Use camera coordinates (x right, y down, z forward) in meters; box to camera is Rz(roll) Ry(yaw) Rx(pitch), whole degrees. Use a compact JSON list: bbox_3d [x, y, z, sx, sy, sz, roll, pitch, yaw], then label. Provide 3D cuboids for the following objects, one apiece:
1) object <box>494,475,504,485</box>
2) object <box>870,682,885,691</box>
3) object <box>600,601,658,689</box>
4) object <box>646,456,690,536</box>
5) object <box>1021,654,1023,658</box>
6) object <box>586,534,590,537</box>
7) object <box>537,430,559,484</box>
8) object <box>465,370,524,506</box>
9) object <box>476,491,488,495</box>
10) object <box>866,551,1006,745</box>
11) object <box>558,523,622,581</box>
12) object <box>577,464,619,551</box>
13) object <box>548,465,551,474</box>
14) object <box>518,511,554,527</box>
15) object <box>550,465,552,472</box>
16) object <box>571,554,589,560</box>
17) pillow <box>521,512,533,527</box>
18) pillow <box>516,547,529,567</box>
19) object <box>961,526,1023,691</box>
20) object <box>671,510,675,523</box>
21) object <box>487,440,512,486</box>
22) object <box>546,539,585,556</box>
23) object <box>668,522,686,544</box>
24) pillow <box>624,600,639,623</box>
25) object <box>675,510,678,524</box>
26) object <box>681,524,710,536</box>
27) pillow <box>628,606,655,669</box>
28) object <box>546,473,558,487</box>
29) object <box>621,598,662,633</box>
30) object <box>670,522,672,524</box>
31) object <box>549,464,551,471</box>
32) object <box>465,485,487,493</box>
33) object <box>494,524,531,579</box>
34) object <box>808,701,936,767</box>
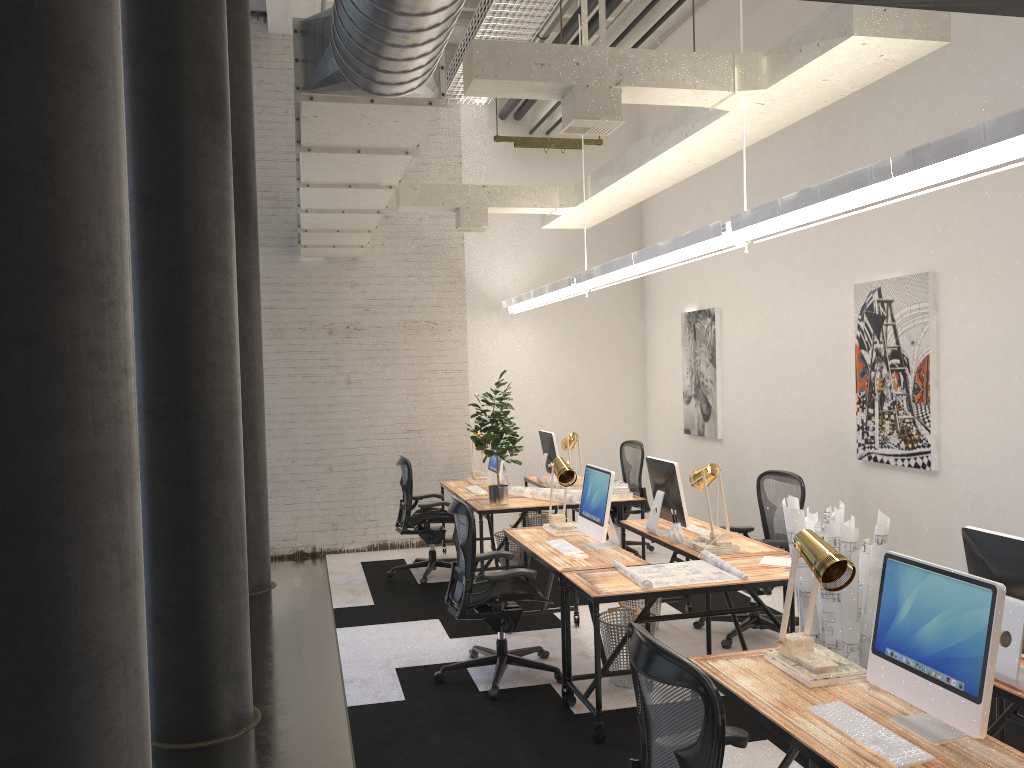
[{"bbox_3d":[-0.129,0.883,8.357,0.101,0.127,0.101,-1,2,32],"label":"object"},{"bbox_3d":[1.234,0.947,2.947,0.101,0.127,0.101,-1,2,32],"label":"object"},{"bbox_3d":[0.670,1.502,5.120,0.353,0.435,0.358,-2,1,-17],"label":"object"},{"bbox_3d":[0.986,0.732,5.783,0.189,0.485,0.483,-2,1,-13],"label":"object"},{"bbox_3d":[1.931,0.980,3.010,0.118,0.018,0.439,-2,1,-13],"label":"object"},{"bbox_3d":[0.518,0.925,5.754,0.101,0.127,0.101,-1,2,32],"label":"object"},{"bbox_3d":[0.339,0.690,8.386,0.189,0.485,0.483,-2,1,-13],"label":"object"},{"bbox_3d":[-0.140,0.427,7.106,0.438,1.078,0.513,-2,2,-23],"label":"object"},{"bbox_3d":[-0.260,0.944,7.668,0.106,0.029,0.059,-2,1,-12],"label":"object"},{"bbox_3d":[1.249,0.772,2.599,0.189,0.485,0.483,-2,1,-13],"label":"object"},{"bbox_3d":[0.674,1.437,7.500,0.543,0.455,0.221,-2,2,-13],"label":"object"},{"bbox_3d":[0.533,0.751,5.406,0.189,0.485,0.483,-2,1,-13],"label":"object"},{"bbox_3d":[0.355,0.833,8.035,0.054,0.207,0.008,-2,2,-26],"label":"object"},{"bbox_3d":[0.245,1.438,8.718,0.353,0.435,0.358,-2,1,-17],"label":"object"},{"bbox_3d":[0.367,0.832,8.034,0.008,0.207,0.054,0,2,42],"label":"object"},{"bbox_3d":[0.386,0.987,5.066,0.106,0.029,0.059,-2,1,-12],"label":"object"},{"bbox_3d":[0.168,1.454,8.705,0.119,0.407,0.239,-2,2,-13],"label":"pillow"},{"bbox_3d":[0.101,1.470,7.736,0.119,0.407,0.239,-2,2,-13],"label":"pillow"},{"bbox_3d":[1.702,0.754,2.976,0.189,0.485,0.483,-2,1,-13],"label":"object"},{"bbox_3d":[1.002,0.875,5.432,0.054,0.207,0.008,-2,2,-26],"label":"object"},{"bbox_3d":[-0.114,0.709,8.009,0.189,0.485,0.483,-2,1,-13],"label":"object"},{"bbox_3d":[0.317,0.990,5.387,0.118,0.018,0.439,-2,1,-13],"label":"object"},{"bbox_3d":[1.011,0.916,5.446,0.101,0.127,0.101,-1,2,32],"label":"object"},{"bbox_3d":[0.814,1.496,6.102,0.119,0.407,0.239,-2,2,-13],"label":"pillow"},{"bbox_3d":[1.014,0.874,5.431,0.008,0.207,0.054,0,2,42],"label":"object"},{"bbox_3d":[1.215,0.958,5.817,0.118,0.018,0.439,-2,1,-13],"label":"object"},{"bbox_3d":[0.748,1.513,5.134,0.119,0.407,0.239,-2,2,-13],"label":"pillow"},{"bbox_3d":[0.364,0.874,8.048,0.101,0.127,0.101,-1,2,32],"label":"object"},{"bbox_3d":[0.892,1.480,6.115,0.353,0.435,0.358,-2,1,-17],"label":"object"},{"bbox_3d":[1.145,0.949,6.137,0.106,0.029,0.059,-2,1,-12],"label":"object"},{"bbox_3d":[0.353,0.832,8.059,0.008,0.207,0.054,-3,2,-30],"label":"object"},{"bbox_3d":[-0.329,0.948,7.989,0.118,0.018,0.439,-2,1,-13],"label":"object"},{"bbox_3d":[0.023,1.459,7.722,0.353,0.435,0.358,-2,1,-17],"label":"object"},{"bbox_3d":[1.033,1.012,2.580,0.118,0.018,0.439,-2,1,-13],"label":"object"}]
